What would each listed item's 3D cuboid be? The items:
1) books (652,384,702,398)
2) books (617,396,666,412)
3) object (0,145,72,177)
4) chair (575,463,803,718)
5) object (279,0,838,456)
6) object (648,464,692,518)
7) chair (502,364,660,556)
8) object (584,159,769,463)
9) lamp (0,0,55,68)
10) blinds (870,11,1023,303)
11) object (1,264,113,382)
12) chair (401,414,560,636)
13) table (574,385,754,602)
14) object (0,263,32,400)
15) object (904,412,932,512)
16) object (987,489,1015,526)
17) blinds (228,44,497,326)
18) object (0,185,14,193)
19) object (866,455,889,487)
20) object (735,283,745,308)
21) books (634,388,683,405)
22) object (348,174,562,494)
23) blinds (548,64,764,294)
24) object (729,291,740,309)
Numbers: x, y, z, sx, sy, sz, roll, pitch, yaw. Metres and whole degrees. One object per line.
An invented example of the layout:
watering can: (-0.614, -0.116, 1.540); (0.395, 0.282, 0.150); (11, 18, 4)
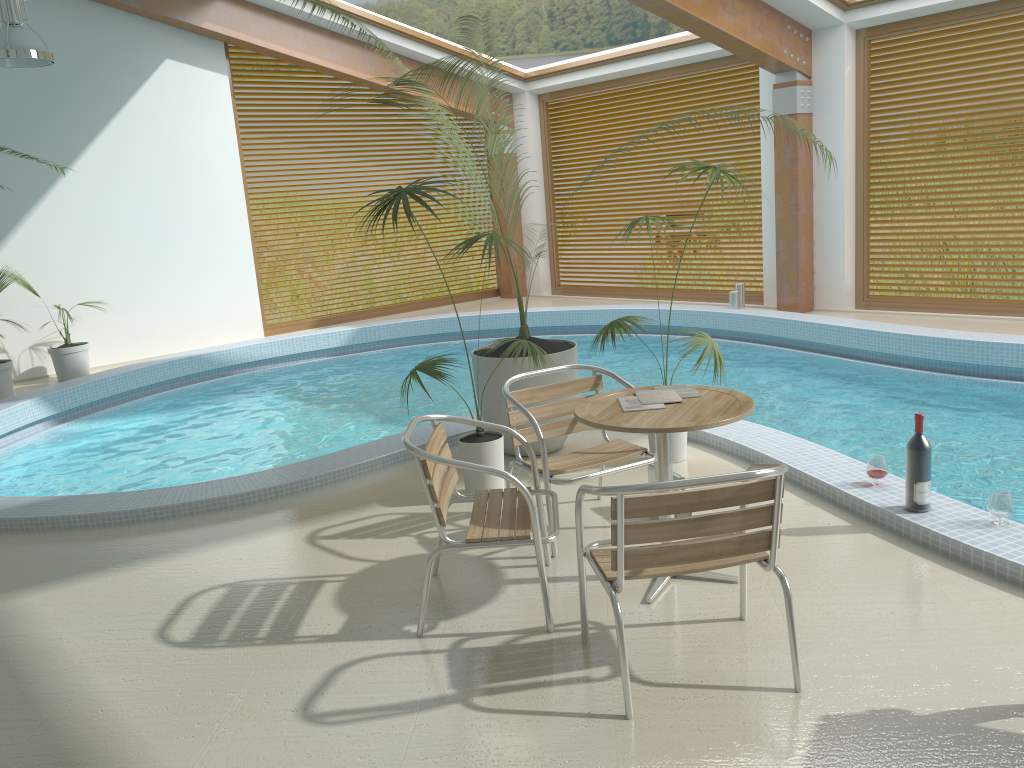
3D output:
books: (0.684, 0.032, 3.688); (0.166, 0.004, 0.241); (-4, 12, 1)
books: (0.516, 0.075, 3.549); (0.166, 0.004, 0.241); (-4, 12, 1)
object: (-4.413, -0.638, 5.091); (2.979, 2.960, 2.729); (-1, 12, 15)
chair: (0.557, 0.570, 2.904); (0.618, 0.727, 0.563); (-6, 12, -7)
object: (0.153, -1.028, 5.195); (2.979, 2.960, 2.729); (-10, 13, -22)
object: (0.766, 0.518, 4.312); (0.081, 0.223, 0.272); (-9, 13, -19)
chair: (0.314, 0.320, 4.168); (0.618, 0.727, 0.563); (-11, 13, -27)
object: (0.934, -0.404, 5.040); (1.059, 1.695, 0.791); (4, 15, 36)
lamp: (-4.022, -3.529, 6.912); (0.506, 1.958, 0.505); (-14, 15, -39)
blinds: (5.272, -2.132, 8.469); (0.095, 2.921, 4.200); (-14, 15, -39)
object: (-4.786, -0.685, 9.447); (1.067, 1.310, 0.822); (-11, 14, -27)
chair: (-0.099, 0.500, 3.479); (0.563, 0.727, 0.618); (-4, 12, 2)
table: (0.622, 0.432, 3.576); (0.700, 0.720, 0.700); (-9, 13, -20)
object: (-5.074, -0.492, 8.651); (0.822, 1.310, 1.067); (-5, 12, 0)
object: (1.775, 0.338, 3.873); (0.109, 0.435, 0.109); (-6, 12, -5)
object: (2.028, 0.514, 3.679); (0.102, 0.137, 0.102); (-12, 14, -30)
blinds: (-2.056, -3.043, 12.826); (4.500, 4.025, 0.099); (-14, 15, -39)
object: (-5.819, -0.931, 7.001); (2.979, 2.960, 2.729); (2, 14, 30)
object: (1.749, 0.415, 4.249); (0.102, 0.137, 0.102); (-12, 14, -30)
object: (2.745, -1.047, 10.682); (0.115, 0.320, 0.115); (-3, 12, 9)
books: (0.595, 0.050, 3.614); (0.166, 0.004, 0.241); (-4, 12, 1)
object: (-0.254, -0.206, 4.560); (1.059, 1.695, 0.791); (-5, 12, -4)
blinds: (1.994, -2.672, 12.249); (0.095, 2.921, 4.200); (-14, 15, -39)
object: (2.591, -0.984, 10.338); (0.115, 0.204, 0.115); (-4, 12, 1)
